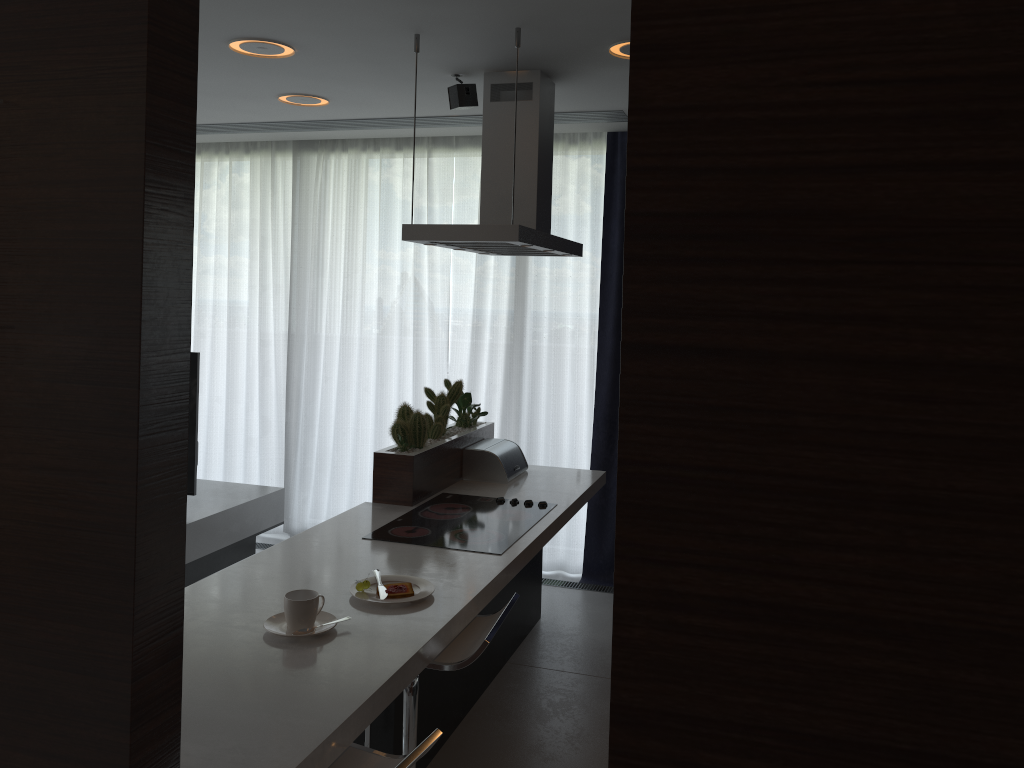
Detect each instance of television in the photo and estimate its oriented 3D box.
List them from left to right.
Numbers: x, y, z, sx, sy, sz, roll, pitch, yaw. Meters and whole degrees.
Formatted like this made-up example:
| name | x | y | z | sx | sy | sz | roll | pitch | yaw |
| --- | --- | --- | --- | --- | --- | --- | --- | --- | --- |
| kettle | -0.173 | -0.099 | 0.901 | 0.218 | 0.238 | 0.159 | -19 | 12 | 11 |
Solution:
| name | x | y | z | sx | sy | sz | roll | pitch | yaw |
| --- | --- | --- | --- | --- | --- | --- | --- | --- | --- |
| television | -2.125 | 0.201 | 4.521 | 1.231 | 0.785 | 0.298 | 3 | 2 | 17 |

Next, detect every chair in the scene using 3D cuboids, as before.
| name | x | y | z | sx | sy | sz | roll | pitch | yaw |
| --- | --- | --- | --- | --- | --- | --- | --- | --- | --- |
| chair | -0.439 | 1.059 | 1.675 | 0.464 | 0.739 | 0.396 | 3 | 2 | 23 |
| chair | -0.257 | 0.988 | 2.448 | 0.464 | 0.739 | 0.397 | 2 | 2 | 12 |

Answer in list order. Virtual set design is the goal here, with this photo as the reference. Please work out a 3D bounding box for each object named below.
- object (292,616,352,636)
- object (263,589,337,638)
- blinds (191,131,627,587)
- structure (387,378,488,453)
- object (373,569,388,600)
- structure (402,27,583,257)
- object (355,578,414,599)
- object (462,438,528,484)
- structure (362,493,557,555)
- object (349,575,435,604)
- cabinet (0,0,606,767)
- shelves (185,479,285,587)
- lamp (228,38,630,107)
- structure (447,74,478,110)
| name | x | y | z | sx | sy | sz | roll | pitch | yaw |
| --- | --- | --- | --- | --- | --- | --- | --- | --- | --- |
| object | -0.473 | 0.604 | 2.193 | 0.036 | 0.012 | 0.166 | 6 | 7 | 42 |
| object | -0.528 | 0.571 | 2.212 | 0.182 | 0.086 | 0.183 | 1 | 5 | -7 |
| blinds | -2.475 | -0.094 | 2.472 | 5.806 | 2.765 | 7.157 | 3 | 5 | 20 |
| structure | -0.327 | 0.115 | 4.036 | 0.223 | 0.285 | 1.003 | 3 | 5 | 19 |
| object | -0.375 | 0.570 | 2.521 | 0.026 | 0.008 | 0.250 | 0 | 6 | -14 |
| structure | -0.028 | -0.930 | 3.647 | 0.447 | 0.758 | 1.047 | 2 | 4 | 17 |
| object | 0.454 | 0.474 | 2.765 | 1.877 | 0.221 | 0.140 | 0 | 3 | -18 |
| object | -0.072 | 0.359 | 4.182 | 0.222 | 0.144 | 0.345 | 3 | 5 | 17 |
| structure | -0.166 | 0.523 | 3.331 | 0.505 | 0.057 | 0.766 | 3 | 6 | 17 |
| object | -0.337 | 0.584 | 2.488 | 0.238 | 0.019 | 0.239 | 1 | 6 | -11 |
| cabinet | -0.382 | 0.038 | 2.871 | 0.787 | 2.544 | 3.345 | 2 | 4 | 17 |
| shelves | -2.525 | 0.800 | 4.857 | 2.351 | 0.498 | 0.876 | 3 | 5 | 17 |
| lamp | 0.471 | -1.065 | 1.735 | 9.584 | 0.084 | 5.369 | 2 | 6 | 3 |
| structure | -0.213 | -1.255 | 3.815 | 0.114 | 0.142 | 0.085 | 0 | 3 | -33 |
